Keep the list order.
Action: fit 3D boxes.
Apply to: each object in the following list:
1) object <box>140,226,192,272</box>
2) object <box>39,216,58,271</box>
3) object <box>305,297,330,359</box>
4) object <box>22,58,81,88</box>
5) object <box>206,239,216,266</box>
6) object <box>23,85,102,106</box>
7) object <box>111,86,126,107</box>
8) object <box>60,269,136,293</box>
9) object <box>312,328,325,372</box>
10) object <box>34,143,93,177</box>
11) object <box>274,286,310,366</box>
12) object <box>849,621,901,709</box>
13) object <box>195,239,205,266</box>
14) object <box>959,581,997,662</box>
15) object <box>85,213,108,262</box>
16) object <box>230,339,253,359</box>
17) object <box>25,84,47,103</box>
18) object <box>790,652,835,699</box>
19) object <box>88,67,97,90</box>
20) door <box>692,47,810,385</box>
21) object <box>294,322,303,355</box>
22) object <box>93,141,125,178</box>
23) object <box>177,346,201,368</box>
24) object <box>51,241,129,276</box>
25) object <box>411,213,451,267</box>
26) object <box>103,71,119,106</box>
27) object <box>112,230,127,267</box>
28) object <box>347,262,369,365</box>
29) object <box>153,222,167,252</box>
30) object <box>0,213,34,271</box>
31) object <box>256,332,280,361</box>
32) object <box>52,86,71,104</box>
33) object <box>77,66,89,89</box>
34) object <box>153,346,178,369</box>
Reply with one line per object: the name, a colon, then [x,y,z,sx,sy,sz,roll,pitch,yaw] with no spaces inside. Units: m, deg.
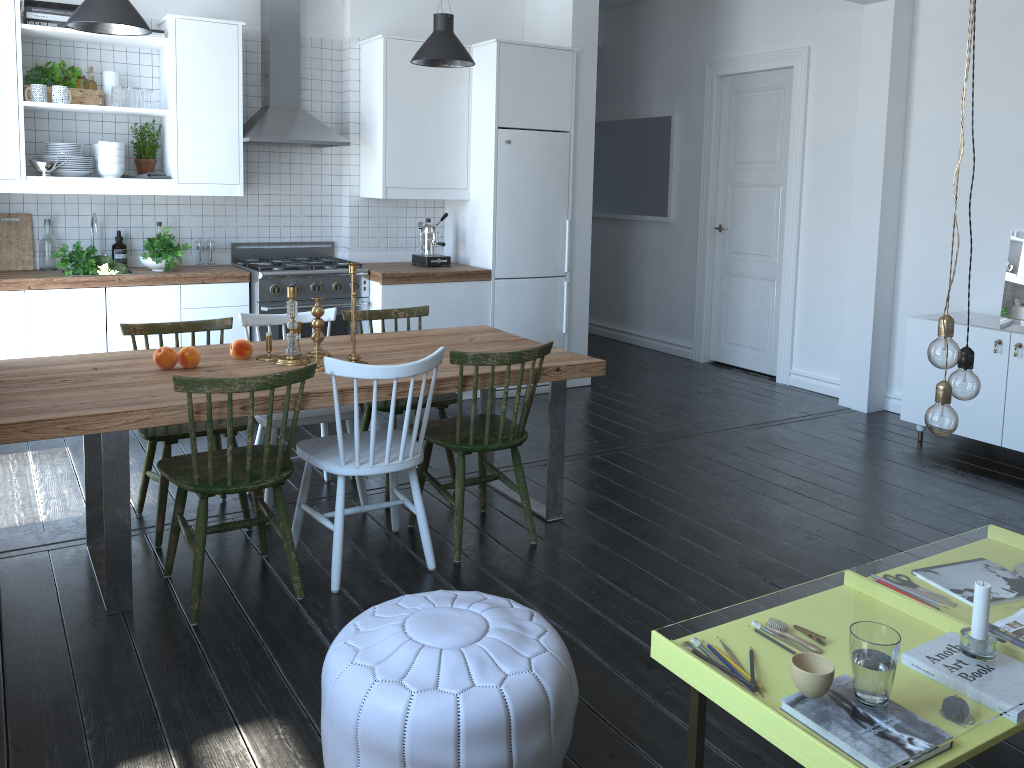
object: [-2.077,-0.804,5.235,0.273,0.265,0.342,-7,13,-41]
object: [-2.720,-0.827,5.162,0.098,0.313,0.099,-3,8,-31]
object: [-0.802,-0.234,3.640,0.101,0.244,0.102,0,7,-8]
object: [-2.644,-1.724,5.017,0.349,0.250,0.165,-8,12,-41]
object: [-1.925,-0.842,5.628,0.059,0.170,0.060,-1,7,-18]
object: [-2.582,-1.646,5.065,0.394,0.102,0.155,-6,13,-31]
object: [-2.255,-1.641,5.042,0.086,0.118,0.087,0,9,-8]
object: [-2.404,-0.596,5.109,0.373,0.110,0.359,-6,14,-31]
object: [-0.749,-0.134,3.387,0.080,0.158,0.081,3,8,16]
object: [-2.578,-1.288,5.066,0.301,0.192,0.310,-5,13,-30]
object: [-0.874,-0.236,3.502,0.140,0.307,0.142,3,7,11]
object: [0.739,0.579,1.804,0.098,0.144,0.099,4,9,19]
object: [-1.989,-0.841,5.614,0.059,0.170,0.060,-1,7,-18]
object: [1.060,0.530,1.994,0.074,0.171,0.075,2,7,3]
object: [-2.451,-0.842,5.224,0.276,0.348,0.190,7,10,35]
object: [-1.096,-0.140,3.568,0.089,0.083,0.086,-2,10,-19]
object: [-2.620,-1.599,4.860,0.109,0.099,0.084,6,10,27]
object: [0.622,0.611,1.828,0.087,0.066,0.088,1,10,-3]
object: [-2.463,-1.741,5.163,0.056,0.230,0.056,-2,7,-28]
door: [1.869,-1.314,6.905,0.116,2.441,1.054,-2,8,-31]
object: [-0.895,-0.188,3.669,0.049,0.137,0.050,-3,8,-31]
object: [-2.351,-1.310,5.140,0.150,0.213,0.313,-4,12,-33]
object: [-1.236,-0.102,3.371,0.083,0.087,0.092,1,10,-5]
object: [-2.393,-0.668,5.030,0.285,0.303,0.475,7,12,31]
object: [-0.520,-0.980,5.956,0.206,0.365,0.358,-3,10,-31]
object: [-2.371,-1.732,5.211,0.085,0.219,0.086,-2,8,-24]
object: [-2.390,-0.819,5.361,0.085,0.227,0.086,4,8,23]
object: [-0.620,-0.271,3.459,0.114,0.405,0.114,4,7,20]
object: [-2.176,-0.861,5.439,0.066,0.279,0.067,-3,8,-36]
object: [-2.896,-0.821,5.090,0.221,0.325,0.041,-4,8,-31]
object: [-0.989,-0.158,3.583,0.103,0.112,0.103,10,13,44]
object: [-2.506,-1.608,4.910,0.109,0.099,0.084,-7,12,-42]
object: [-2.484,-1.724,5.100,0.060,0.222,0.060,7,9,41]
object: [-1.315,-0.099,3.344,0.088,0.089,0.084,-7,12,-41]
